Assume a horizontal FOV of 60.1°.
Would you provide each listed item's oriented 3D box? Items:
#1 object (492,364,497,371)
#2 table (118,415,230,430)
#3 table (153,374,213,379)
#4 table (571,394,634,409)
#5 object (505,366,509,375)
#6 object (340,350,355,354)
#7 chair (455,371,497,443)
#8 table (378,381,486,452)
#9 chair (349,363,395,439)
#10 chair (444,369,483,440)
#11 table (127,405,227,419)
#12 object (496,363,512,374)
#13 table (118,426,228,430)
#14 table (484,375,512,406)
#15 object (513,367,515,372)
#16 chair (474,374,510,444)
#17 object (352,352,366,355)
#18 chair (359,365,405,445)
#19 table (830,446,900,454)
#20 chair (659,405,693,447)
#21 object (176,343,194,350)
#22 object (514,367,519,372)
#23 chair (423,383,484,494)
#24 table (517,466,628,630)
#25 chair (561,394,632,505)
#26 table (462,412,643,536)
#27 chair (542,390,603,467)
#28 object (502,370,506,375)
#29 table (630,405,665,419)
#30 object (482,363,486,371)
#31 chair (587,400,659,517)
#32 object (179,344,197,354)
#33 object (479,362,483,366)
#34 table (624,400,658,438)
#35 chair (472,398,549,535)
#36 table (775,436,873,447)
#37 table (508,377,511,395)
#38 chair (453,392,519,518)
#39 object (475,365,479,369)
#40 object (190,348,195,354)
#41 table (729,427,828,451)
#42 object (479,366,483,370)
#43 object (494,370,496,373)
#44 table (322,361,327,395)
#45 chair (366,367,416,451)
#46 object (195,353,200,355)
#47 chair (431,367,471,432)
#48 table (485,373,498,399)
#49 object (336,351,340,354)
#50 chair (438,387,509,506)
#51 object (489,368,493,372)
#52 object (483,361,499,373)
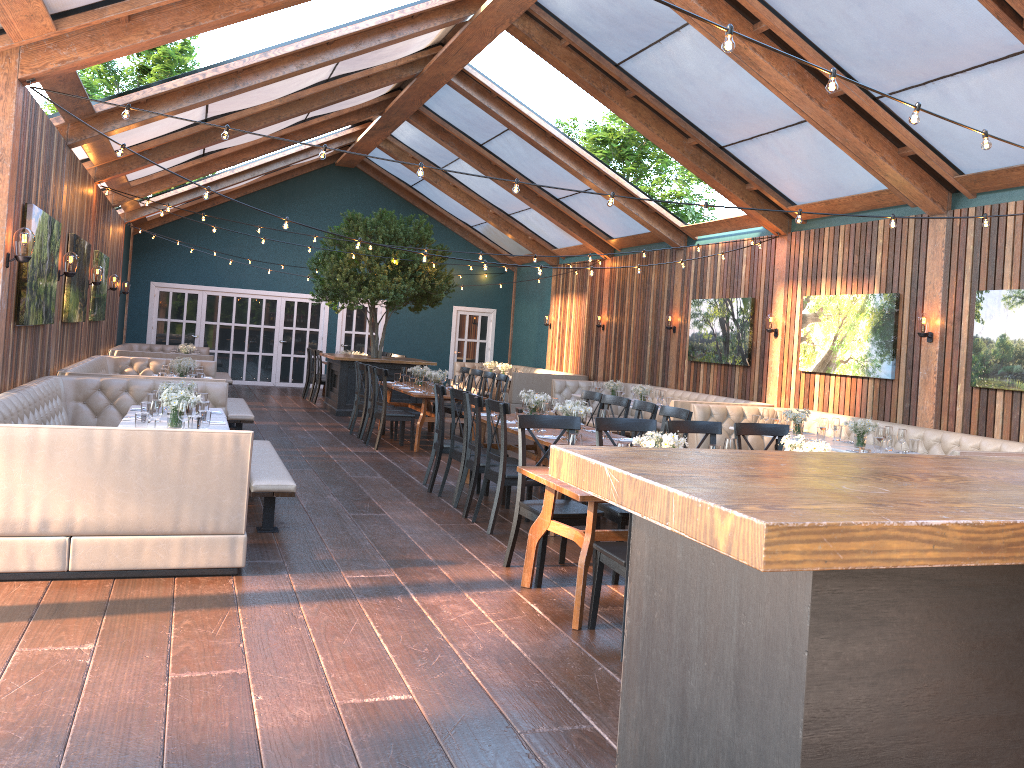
[{"bbox_3d":[-0.383,-0.299,19.080,0.092,0.245,0.092,4,0,28],"label":"object"},{"bbox_3d":[-2.711,0.635,7.071,0.797,0.672,0.800,3,2,-20],"label":"table"},{"bbox_3d":[-4.523,0.244,12.089,0.797,0.672,0.800,3,2,-21],"label":"table"},{"bbox_3d":[1.453,0.543,14.253,0.797,0.672,0.800,3,2,-21],"label":"table"},{"bbox_3d":[-0.109,-0.240,18.332,0.092,0.245,0.092,4,0,28],"label":"object"},{"bbox_3d":[-3.469,-0.580,18.649,0.328,0.310,0.337,3,1,-22],"label":"object"},{"bbox_3d":[-0.525,0.332,12.350,0.539,1.021,0.478,4,0,-20],"label":"chair"},{"bbox_3d":[-1.211,0.429,12.375,0.949,0.730,2.436,3,3,-20],"label":"table"},{"bbox_3d":[-1.937,0.230,12.435,0.538,1.021,0.478,4,0,-25],"label":"chair"},{"bbox_3d":[-0.715,0.291,12.876,0.538,1.021,0.478,4,0,-25],"label":"chair"},{"bbox_3d":[-2.988,0.575,7.839,0.797,0.672,0.800,3,2,-21],"label":"table"},{"bbox_3d":[-0.174,-0.306,18.883,0.336,0.310,0.328,4,1,22],"label":"object"},{"bbox_3d":[-2.434,0.694,6.304,0.797,0.672,0.800,3,2,-21],"label":"table"},{"bbox_3d":[-0.329,0.159,19.187,0.797,0.672,0.800,3,2,-20],"label":"table"},{"bbox_3d":[0.059,-0.241,18.569,0.092,0.245,0.092,4,0,28],"label":"object"},{"bbox_3d":[-0.335,0.373,11.823,0.539,1.021,0.478,4,0,-15],"label":"chair"},{"bbox_3d":[-3.056,-0.501,17.701,0.329,0.310,0.336,4,1,-5],"label":"object"},{"bbox_3d":[-1.723,0.272,11.916,0.539,1.021,0.478,4,0,-17],"label":"chair"},{"bbox_3d":[3.543,0.993,8.467,0.797,0.672,0.800,3,2,-21],"label":"table"},{"bbox_3d":[1.206,0.706,7.556,0.539,1.021,0.478,4,0,-20],"label":"chair"},{"bbox_3d":[-6.451,-0.667,17.495,0.330,0.310,0.335,5,2,35],"label":"object"},{"bbox_3d":[0.090,-0.226,18.336,0.092,0.245,0.092,4,0,28],"label":"object"},{"bbox_3d":[-0.553,0.523,8.700,0.539,1.021,0.478,4,0,-12],"label":"chair"},{"bbox_3d":[1.306,0.968,5.478,2.427,0.730,0.952,3,2,-20],"label":"table"},{"bbox_3d":[0.826,0.623,8.609,0.538,1.021,0.478,4,0,-25],"label":"chair"},{"bbox_3d":[0.321,0.759,8.132,0.949,0.730,2.436,3,3,-20],"label":"table"},{"bbox_3d":[0.635,0.582,9.137,0.539,1.021,0.478,4,0,-20],"label":"chair"},{"bbox_3d":[-0.172,-0.197,18.240,0.091,0.158,0.092,4,0,-34],"label":"object"},{"bbox_3d":[2.008,0.663,12.718,0.797,0.672,0.800,3,2,-21],"label":"table"},{"bbox_3d":[-0.638,-0.355,19.810,0.092,0.245,0.092,4,0,22],"label":"object"},{"bbox_3d":[1.016,0.664,8.083,0.539,1.021,0.478,4,0,-15],"label":"chair"},{"bbox_3d":[-6.154,-0.606,16.718,0.336,0.310,0.328,4,1,22],"label":"object"},{"bbox_3d":[-0.708,-0.372,20.041,0.092,0.245,0.092,4,0,22],"label":"object"},{"bbox_3d":[1.730,0.603,13.485,0.797,0.672,0.800,3,2,-20],"label":"table"},{"bbox_3d":[0.024,0.646,7.128,0.539,1.021,0.478,4,0,-20],"label":"chair"},{"bbox_3d":[3.266,0.934,9.235,0.797,0.672,0.800,3,2,-20],"label":"table"},{"bbox_3d":[-0.052,0.219,18.420,0.797,0.672,0.800,3,2,-21],"label":"table"},{"bbox_3d":[-0.172,0.605,7.652,0.539,1.021,0.478,4,0,-14],"label":"chair"},{"bbox_3d":[-0.802,-0.339,20.101,0.091,0.158,0.092,4,0,-34],"label":"object"},{"bbox_3d":[-5.938,-0.542,16.410,0.092,0.245,0.092,4,0,28],"label":"object"},{"bbox_3d":[2.988,0.874,10.002,0.797,0.672,0.800,3,2,-21],"label":"table"},{"bbox_3d":[-0.701,-0.311,19.718,0.091,0.158,0.092,4,0,-34],"label":"object"},{"bbox_3d":[-0.410,-0.312,20.119,0.091,0.158,0.092,4,0,-34],"label":"object"},{"bbox_3d":[-3.292,-0.019,18.136,0.949,0.730,2.436,3,3,-20],"label":"table"},{"bbox_3d":[-1.533,0.313,11.389,0.538,1.021,0.478,4,0,-25],"label":"chair"},{"bbox_3d":[-5.873,-0.499,16.503,0.091,0.158,0.092,4,0,-34],"label":"object"},{"bbox_3d":[-0.906,0.250,13.404,0.539,1.021,0.478,4,0,-20],"label":"chair"},{"bbox_3d":[-0.606,0.099,19.955,0.797,0.672,0.800,3,2,-21],"label":"table"},{"bbox_3d":[-3.695,-0.570,18.791,0.092,0.245,0.092,4,0,22],"label":"object"},{"bbox_3d":[-0.333,0.566,8.176,0.538,1.021,0.478,4,0,-23],"label":"chair"},{"bbox_3d":[-0.446,-0.255,18.988,0.091,0.158,0.092,4,0,-34],"label":"object"},{"bbox_3d":[-0.470,-0.368,19.660,0.330,0.310,0.335,5,2,35],"label":"object"}]
